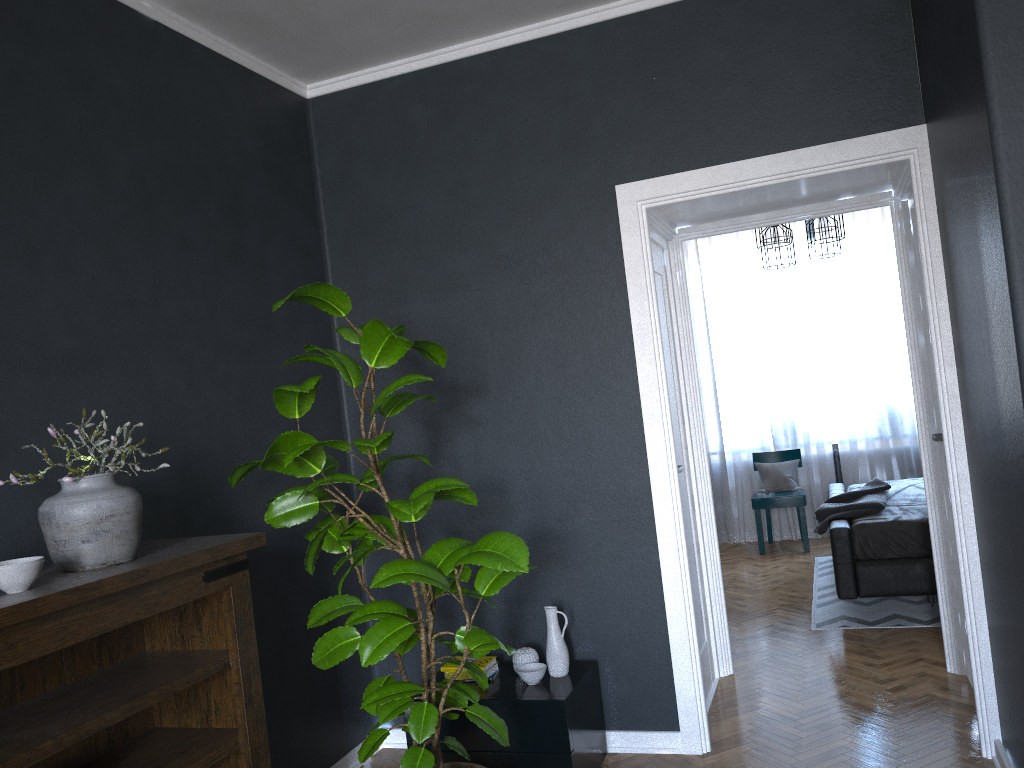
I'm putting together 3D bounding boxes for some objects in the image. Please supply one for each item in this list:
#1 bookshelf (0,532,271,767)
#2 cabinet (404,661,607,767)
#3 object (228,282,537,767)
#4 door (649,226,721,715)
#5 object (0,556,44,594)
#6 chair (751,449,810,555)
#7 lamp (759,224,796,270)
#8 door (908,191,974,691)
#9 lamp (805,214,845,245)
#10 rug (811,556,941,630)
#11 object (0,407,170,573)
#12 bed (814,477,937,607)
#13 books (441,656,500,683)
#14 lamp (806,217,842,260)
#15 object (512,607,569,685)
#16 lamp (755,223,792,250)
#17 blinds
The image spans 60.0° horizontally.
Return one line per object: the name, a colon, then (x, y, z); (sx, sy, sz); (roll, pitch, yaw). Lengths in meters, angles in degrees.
bookshelf: (-1.187, 1.058, 1.775); (0.451, 1.172, 1.918); (-7, -1, 19)
cabinet: (-0.017, 1.355, 3.478); (0.650, 0.390, 0.456); (-7, -1, 20)
object: (-0.404, 0.632, 2.826); (1.119, 1.898, 0.763); (-7, -1, 13)
door: (0.723, 0.374, 4.016); (0.162, 2.186, 0.856); (-7, -1, 19)
object: (-1.172, 0.419, 1.956); (0.255, 0.104, 0.118); (-6, -1, -15)
chair: (2.254, 0.977, 7.446); (0.436, 0.798, 0.592); (-7, -1, 19)
lamp: (1.822, -1.216, 6.193); (0.210, 0.804, 0.210); (-7, -1, 33)
door: (1.831, 0.234, 3.620); (0.162, 2.186, 0.856); (-7, -1, 19)
lamp: (1.887, -1.259, 5.449); (0.210, 0.769, 0.210); (-7, -1, 33)
rug: (2.704, 1.285, 5.716); (1.459, 0.013, 2.044); (-7, -1, 19)
object: (-1.096, 0.263, 2.281); (0.385, 0.412, 0.275); (-7, -1, -2)
bed: (3.128, 0.647, 5.580); (2.376, 1.161, 2.264); (-7, -1, 19)
books: (-0.166, 1.146, 3.558); (0.215, 0.066, 0.162); (-7, -1, 15)
lamp: (2.211, -1.286, 6.380); (0.210, 0.747, 0.210); (-7, -1, 33)
object: (0.077, 1.012, 3.468); (0.228, 0.268, 0.229); (-6, -1, -37)
lamp: (1.683, -1.259, 5.829); (0.210, 0.714, 0.210); (-7, -1, 33)
blinds: (2.795, -0.088, 7.657); (3.995, 2.788, 0.312); (-7, -1, 20)
